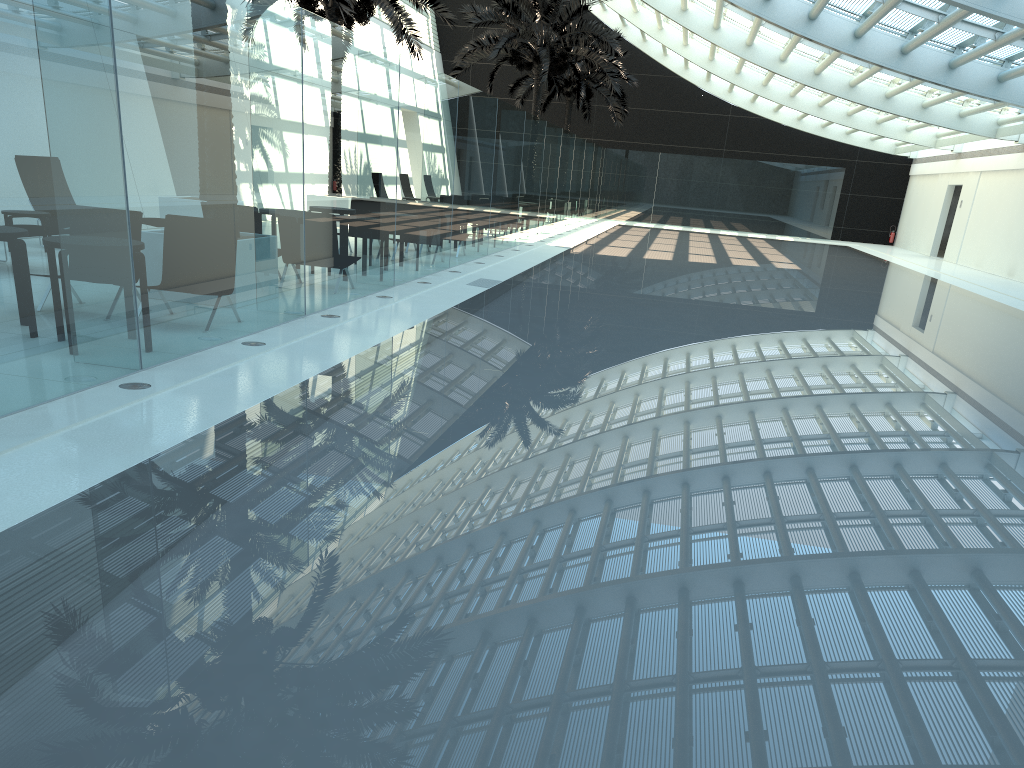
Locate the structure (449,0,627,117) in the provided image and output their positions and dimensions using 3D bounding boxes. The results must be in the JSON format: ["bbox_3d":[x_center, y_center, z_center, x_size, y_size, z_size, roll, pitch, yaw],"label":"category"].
[{"bbox_3d":[0.721,-8.283,25.394,4.819,7.405,4.198,6,20,3],"label":"structure"}]

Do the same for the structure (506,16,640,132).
[{"bbox_3d":[2.278,-9.957,32.847,4.460,7.404,4.538,1,20,-11],"label":"structure"}]

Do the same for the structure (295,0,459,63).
[{"bbox_3d":[-3.969,-7.098,19.095,4.144,7.272,4.529,22,26,40],"label":"structure"}]

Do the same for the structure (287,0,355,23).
[{"bbox_3d":[-4.899,-5.807,13.584,4.645,7.208,4.036,1,20,-11],"label":"structure"}]
